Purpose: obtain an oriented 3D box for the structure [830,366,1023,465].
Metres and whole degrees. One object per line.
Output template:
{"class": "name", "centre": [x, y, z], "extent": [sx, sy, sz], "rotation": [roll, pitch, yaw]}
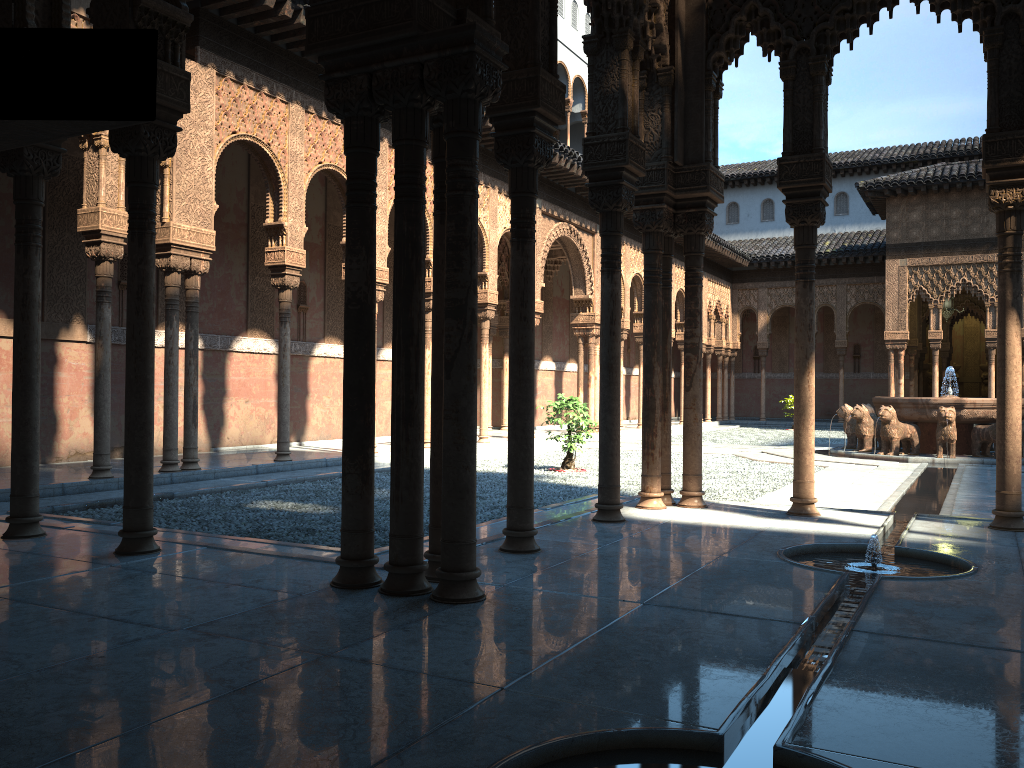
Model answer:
{"class": "structure", "centre": [9.029, 0.627, 18.310], "extent": [4.508, 1.991, 4.508], "rotation": [0, -1, 28]}
